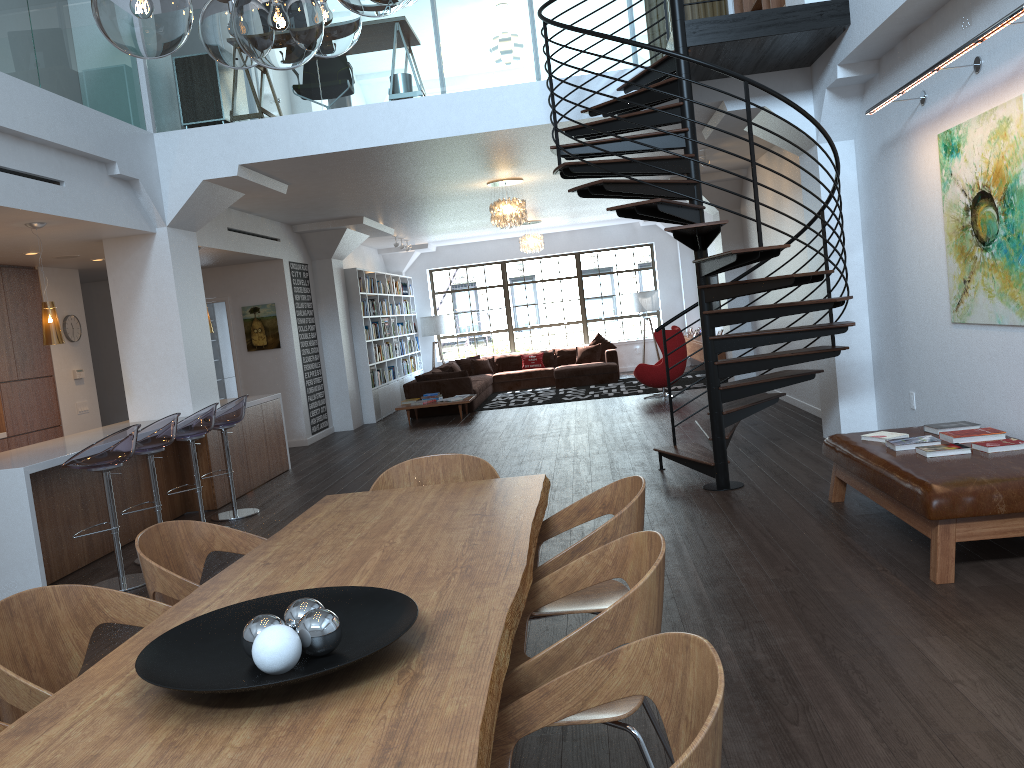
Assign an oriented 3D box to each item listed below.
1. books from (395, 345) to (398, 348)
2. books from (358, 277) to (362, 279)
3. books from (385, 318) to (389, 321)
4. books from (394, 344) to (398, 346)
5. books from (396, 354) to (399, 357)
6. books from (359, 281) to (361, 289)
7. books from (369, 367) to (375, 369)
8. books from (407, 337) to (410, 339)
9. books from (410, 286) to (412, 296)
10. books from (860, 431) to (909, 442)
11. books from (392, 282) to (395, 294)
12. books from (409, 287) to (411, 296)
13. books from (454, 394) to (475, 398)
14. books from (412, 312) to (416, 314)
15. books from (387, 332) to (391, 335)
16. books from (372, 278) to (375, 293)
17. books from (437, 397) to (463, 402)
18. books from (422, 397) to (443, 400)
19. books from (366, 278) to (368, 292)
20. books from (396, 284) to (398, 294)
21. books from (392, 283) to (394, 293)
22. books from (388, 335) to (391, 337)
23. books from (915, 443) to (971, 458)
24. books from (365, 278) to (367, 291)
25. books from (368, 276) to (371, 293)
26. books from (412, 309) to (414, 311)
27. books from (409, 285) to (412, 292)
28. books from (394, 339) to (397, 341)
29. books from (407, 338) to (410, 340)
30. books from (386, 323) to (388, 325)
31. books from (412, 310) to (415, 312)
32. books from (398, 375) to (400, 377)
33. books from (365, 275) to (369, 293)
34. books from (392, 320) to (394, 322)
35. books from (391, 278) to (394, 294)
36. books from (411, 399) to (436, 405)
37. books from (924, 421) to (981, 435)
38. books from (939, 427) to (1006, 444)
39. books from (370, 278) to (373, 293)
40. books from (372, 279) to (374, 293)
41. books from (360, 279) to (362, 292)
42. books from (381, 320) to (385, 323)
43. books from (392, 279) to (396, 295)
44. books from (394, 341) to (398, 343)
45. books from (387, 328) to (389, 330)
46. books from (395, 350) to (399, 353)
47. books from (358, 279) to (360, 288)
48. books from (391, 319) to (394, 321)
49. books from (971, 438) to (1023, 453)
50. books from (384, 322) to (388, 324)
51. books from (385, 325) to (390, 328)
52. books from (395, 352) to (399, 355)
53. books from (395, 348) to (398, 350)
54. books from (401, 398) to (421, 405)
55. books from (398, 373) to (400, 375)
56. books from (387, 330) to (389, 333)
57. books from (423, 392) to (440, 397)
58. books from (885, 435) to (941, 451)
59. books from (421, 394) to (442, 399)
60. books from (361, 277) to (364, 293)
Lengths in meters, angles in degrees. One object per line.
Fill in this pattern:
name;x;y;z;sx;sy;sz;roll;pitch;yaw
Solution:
books;-2.195;-0.663;16.033;0.253;0.040;0.183;-6;4;5
books;-2.443;-1.550;13.960;0.159;0.248;0.089;-6;4;5
books;-2.267;-1.127;15.562;0.129;0.043;0.185;-5;5;19
books;-2.192;-0.698;16.036;0.223;0.032;0.161;-6;4;5
books;-2.180;-0.504;16.040;0.246;0.038;0.171;-6;4;5
books;-2.453;-1.519;13.833;0.167;0.210;0.162;-6;4;5
books;-2.294;-0.242;13.971;0.223;0.027;0.161;-5;5;14
books;-2.106;-0.880;17.139;0.224;0.030;0.161;-5;5;15
books;-2.114;-1.878;18.008;0.139;0.191;0.036;-6;4;5
books;2.216;0.314;5.277;0.161;0.031;0.223;-8;5;-17
books;-2.260;-1.760;16.375;0.171;0.246;0.057;-6;4;5
books;-2.121;-1.861;17.893;0.128;0.178;0.021;-6;4;5
books;-0.742;0.182;13.458;0.256;0.035;0.350;-4;5;30
books;-2.117;-1.417;17.903;0.284;0.035;0.197;-3;5;35
books;-2.245;-0.876;15.559;0.160;0.039;0.251;-6;5;10
books;-2.377;-1.621;14.737;0.182;0.255;0.077;-6;4;5
books;-0.922;0.228;13.129;0.342;0.040;0.231;-2;6;45
books;-1.219;0.228;13.567;0.312;0.037;0.216;-7;4;-5
books;-2.412;-1.576;14.297;0.174;0.242;0.105;-6;4;5
books;-2.242;-1.775;16.631;0.168;0.231;0.037;-6;4;5
books;-2.252;-1.734;16.286;0.144;0.207;0.048;-6;4;5
books;-2.237;-0.838;15.564;0.171;0.039;0.246;-6;4;5
books;2.278;0.349;4.687;0.224;0.032;0.161;-6;4;5
books;-2.420;-1.575;14.244;0.170;0.251;0.118;-6;4;5
books;-2.413;-1.611;14.445;0.197;0.290;0.136;-6;4;5
books;-2.123;-1.483;17.893;0.254;0.032;0.174;-3;6;40
books;-2.117;-1.901;18.047;0.140;0.231;0.042;-6;4;5
books;-2.191;-0.783;16.015;0.185;0.041;0.129;-5;5;19
books;-2.103;-0.850;17.133;0.223;0.031;0.161;-6;4;5
books;-2.271;-1.037;15.559;0.161;0.033;0.223;-6;4;5
books;-2.121;-1.451;17.901;0.284;0.033;0.197;-5;5;20
books;-2.176;-0.132;16.043;0.284;0.035;0.197;-6;4;5
books;-2.413;-1.607;14.383;0.176;0.293;0.125;-6;4;5
books;-2.238;-1.111;15.893;0.223;0.031;0.161;-6;4;5
books;-2.255;-1.776;16.237;0.140;0.298;0.044;-6;4;5
books;-1.319;0.271;13.173;0.236;0.035;0.340;-4;5;30
books;2.621;0.262;5.282;0.254;0.044;0.183;-7;4;0
books;2.578;0.290;4.967;0.283;0.043;0.197;-6;4;4
books;-2.386;-1.603;14.549;0.182;0.253;0.098;-6;4;5
books;-2.383;-1.606;14.636;0.174;0.243;0.085;-6;4;5
books;-2.440;-1.530;13.896;0.161;0.218;0.101;-6;4;5
books;-2.287;-1.059;15.158;0.174;0.045;0.240;-6;4;4
books;-2.259;-1.789;16.456;0.176;0.290;0.053;-6;4;5
books;-2.183;-0.752;16.024;0.208;0.024;0.144;-6;5;10
books;-2.264;-0.959;15.563;0.168;0.045;0.231;-7;4;0
books;-2.193;-0.581;16.062;0.259;0.040;0.180;-6;4;5
books;-2.452;-1.515;13.742;0.182;0.215;0.188;-6;4;5
books;-2.241;-1.141;15.899;0.224;0.030;0.161;-5;5;15
books;2.556;0.323;4.638;0.224;0.036;0.161;-7;4;-1
books;-2.287;-1.066;15.581;0.223;0.027;0.161;-7;5;-6
books;-2.261;-1.001;15.555;0.183;0.042;0.253;-6;4;5
books;-2.187;-0.541;16.040;0.251;0.037;0.160;-6;5;10
books;-2.185;-0.623;16.044;0.231;0.044;0.168;-7;4;0
books;-1.538;0.263;13.534;0.241;0.045;0.334;-6;5;6
books;-2.180;-0.166;16.040;0.284;0.033;0.197;-7;5;-10
books;-2.274;-0.913;15.553;0.180;0.042;0.259;-6;4;5
books;-1.226;0.161;13.563;0.224;0.027;0.157;-6;5;10
books;2.241;0.331;4.955;0.247;0.040;0.185;-6;5;8
books;-1.227;0.192;13.568;0.279;0.035;0.191;-5;5;15
books;-2.439;-1.556;14.003;0.170;0.251;0.118;-6;4;5
